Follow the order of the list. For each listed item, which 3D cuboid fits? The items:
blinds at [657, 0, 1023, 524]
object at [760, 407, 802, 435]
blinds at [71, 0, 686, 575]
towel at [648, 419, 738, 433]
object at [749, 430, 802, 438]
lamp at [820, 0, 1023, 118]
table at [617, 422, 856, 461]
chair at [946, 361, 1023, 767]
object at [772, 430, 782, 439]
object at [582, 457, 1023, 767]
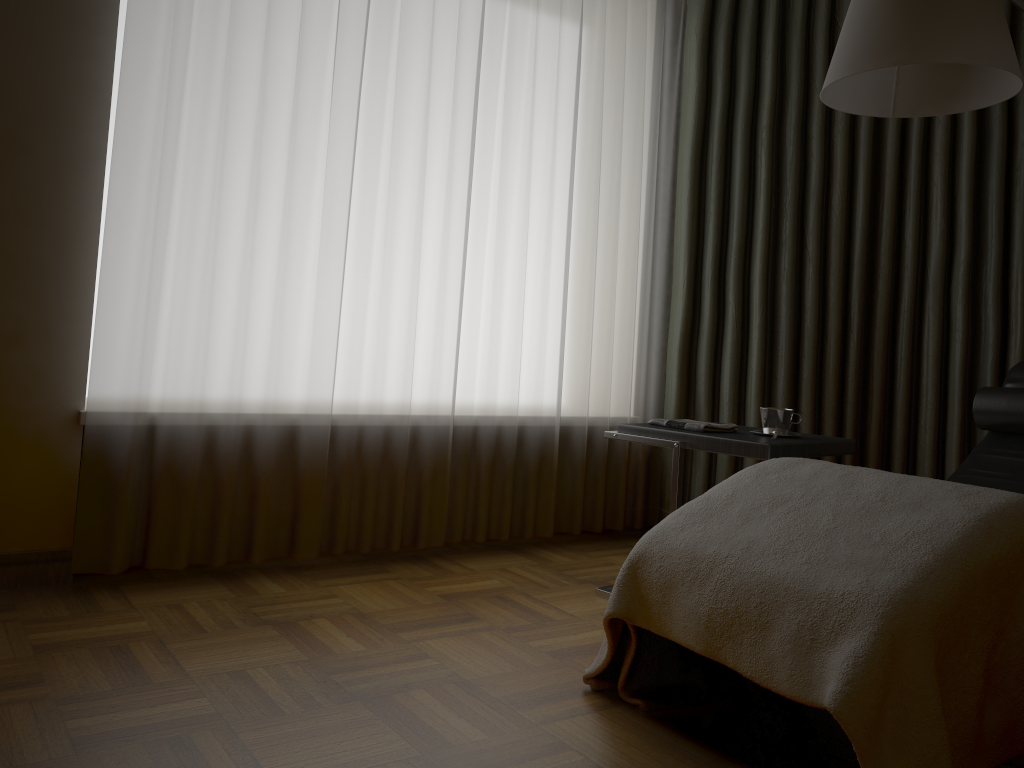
[{"bbox_3d":[1.412,-0.570,3.494,1.533,2.462,0.223,3,-3,10],"label":"blinds"},{"bbox_3d":[0.787,0.112,2.616,0.110,0.079,0.098,3,0,-34],"label":"object"},{"bbox_3d":[-0.216,-0.594,3.056,2.188,2.299,0.092,4,-2,-35],"label":"blinds"},{"bbox_3d":[0.555,0.126,2.684,0.178,0.035,0.241,2,3,-31],"label":"towel"},{"bbox_3d":[0.779,0.148,2.610,0.149,0.009,0.150,2,3,-29],"label":"object"},{"bbox_3d":[1.370,-0.225,2.381,1.410,1.974,0.451,4,-3,-31],"label":"lamp"},{"bbox_3d":[0.677,0.166,2.675,0.497,0.045,0.519,1,3,-44],"label":"table"},{"bbox_3d":[1.152,0.315,2.129,1.782,0.800,0.636,3,0,-35],"label":"chair"},{"bbox_3d":[0.749,0.143,2.514,0.029,0.019,0.123,4,2,24],"label":"object"},{"bbox_3d":[0.701,0.448,1.834,0.906,0.522,0.919,3,1,-35],"label":"object"}]
